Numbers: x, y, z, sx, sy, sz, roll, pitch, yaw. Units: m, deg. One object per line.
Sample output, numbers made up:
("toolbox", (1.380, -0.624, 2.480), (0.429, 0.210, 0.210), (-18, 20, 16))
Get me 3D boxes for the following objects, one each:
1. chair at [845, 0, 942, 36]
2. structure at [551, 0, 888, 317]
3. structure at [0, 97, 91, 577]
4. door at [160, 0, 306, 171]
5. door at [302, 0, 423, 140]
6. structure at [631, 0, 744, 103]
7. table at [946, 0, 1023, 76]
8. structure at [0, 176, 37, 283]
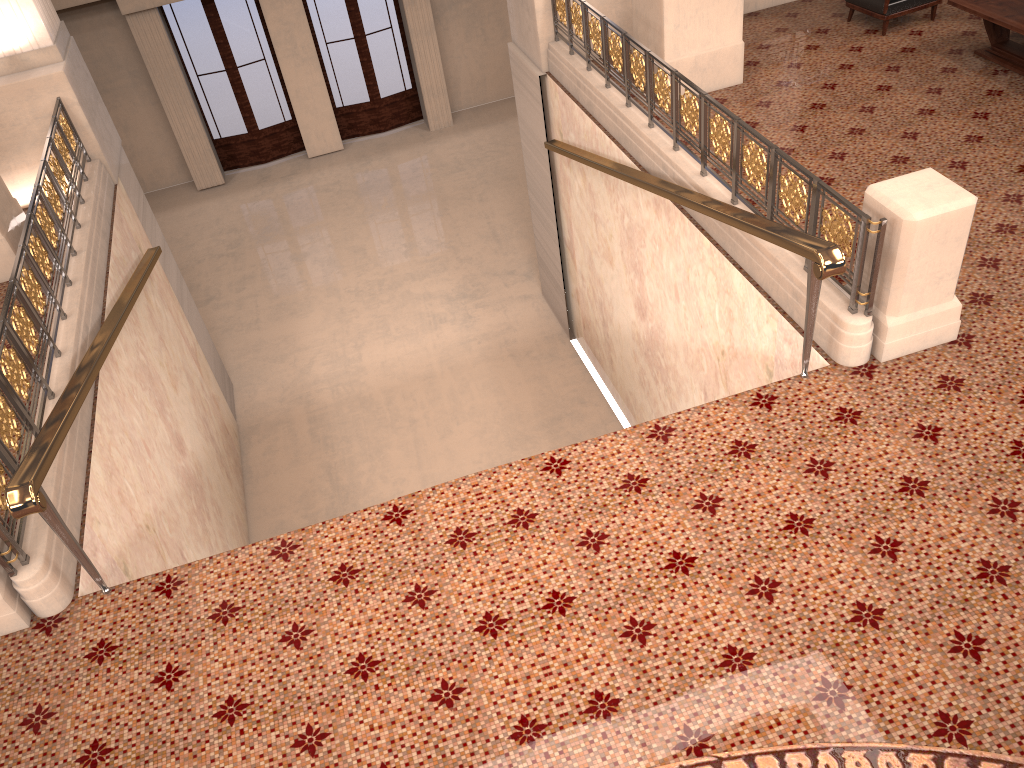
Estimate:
("chair", (3.299, -3.571, 7.563), (0.643, 0.893, 0.683), (-20, 42, -11))
("structure", (1.051, -1.934, 6.054), (0.079, 0.569, 4.684), (-18, 41, -8))
("structure", (-2.968, -0.733, 5.613), (0.079, 0.569, 4.680), (-17, 41, -7))
("door", (-4.405, -4.845, 14.042), (1.486, 2.881, 0.147), (-16, 42, -6))
("door", (-2.422, -5.438, 14.260), (1.486, 2.881, 0.147), (-16, 42, -6))
("structure", (1.298, -3.701, 6.594), (0.697, 2.949, 0.664), (-17, 42, -7))
("table", (4.022, -2.527, 6.531), (0.835, 0.462, 1.399), (-17, 41, -7))
("structure", (-4.332, -2.018, 5.976), (0.697, 2.949, 0.664), (-17, 42, -7))
